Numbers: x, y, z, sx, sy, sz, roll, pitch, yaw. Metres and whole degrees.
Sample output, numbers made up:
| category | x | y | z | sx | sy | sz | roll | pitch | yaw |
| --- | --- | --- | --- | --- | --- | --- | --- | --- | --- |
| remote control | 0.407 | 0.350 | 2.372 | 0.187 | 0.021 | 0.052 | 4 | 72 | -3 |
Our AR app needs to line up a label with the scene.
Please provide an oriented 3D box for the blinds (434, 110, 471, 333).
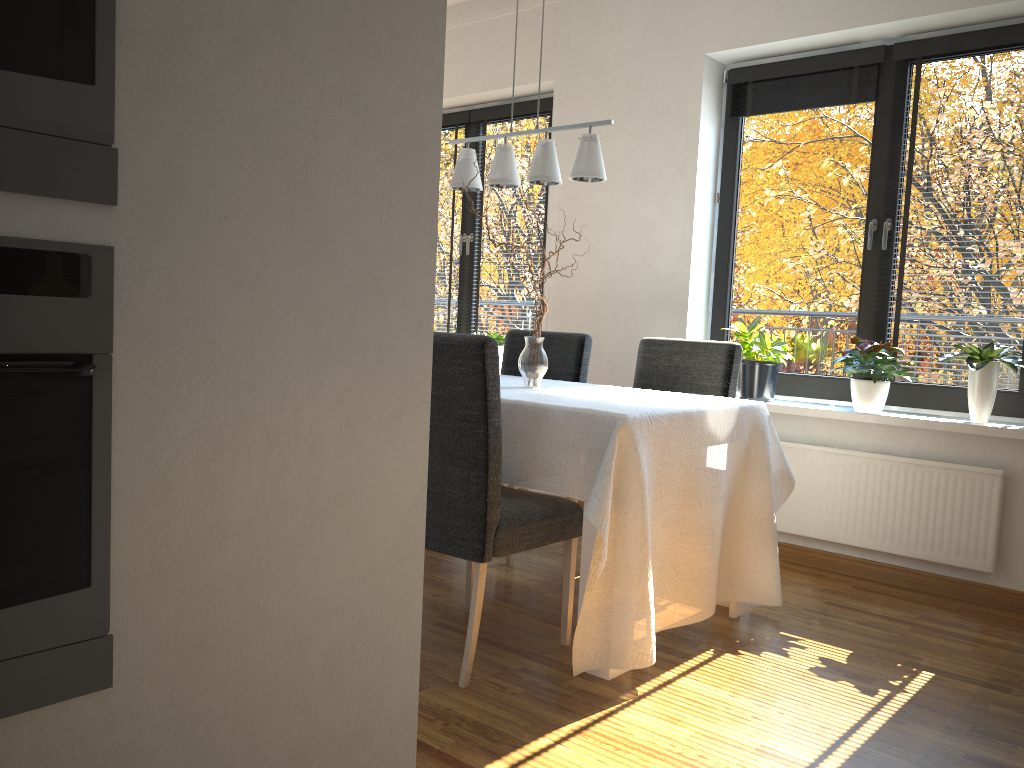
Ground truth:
| category | x | y | z | sx | sy | sz | roll | pitch | yaw |
| --- | --- | --- | --- | --- | --- | --- | --- | --- | --- |
| blinds | -0.544 | -0.951 | 5.564 | 0.710 | 1.424 | 0.049 | 7 | 6 | 40 |

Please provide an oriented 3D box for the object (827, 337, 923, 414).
| category | x | y | z | sx | sy | sz | roll | pitch | yaw |
| --- | --- | --- | --- | --- | --- | --- | --- | --- | --- |
| object | 1.474 | -0.037 | 3.652 | 0.380 | 0.309 | 0.370 | 4 | 5 | 15 |

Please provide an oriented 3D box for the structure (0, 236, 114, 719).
| category | x | y | z | sx | sy | sz | roll | pitch | yaw |
| --- | --- | --- | --- | --- | --- | --- | --- | --- | --- |
| structure | -0.589 | 0.099 | 0.686 | 0.052 | 0.462 | 0.585 | 7 | 6 | 40 |

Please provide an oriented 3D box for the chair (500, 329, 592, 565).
| category | x | y | z | sx | sy | sz | roll | pitch | yaw |
| --- | --- | --- | --- | --- | --- | --- | --- | --- | --- |
| chair | -0.005 | 0.243 | 3.907 | 0.461 | 0.961 | 0.544 | 7 | 6 | 40 |

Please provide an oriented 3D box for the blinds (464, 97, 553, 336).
| category | x | y | z | sx | sy | sz | roll | pitch | yaw |
| --- | --- | --- | --- | --- | --- | --- | --- | --- | --- |
| blinds | 0.007 | -0.891 | 5.101 | 0.710 | 1.424 | 0.049 | 7 | 6 | 40 |

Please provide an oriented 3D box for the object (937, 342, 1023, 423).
| category | x | y | z | sx | sy | sz | roll | pitch | yaw |
| --- | --- | --- | --- | --- | --- | --- | --- | --- | --- |
| object | 1.812 | -0.009 | 3.438 | 0.292 | 0.316 | 0.354 | 6 | 5 | 31 |

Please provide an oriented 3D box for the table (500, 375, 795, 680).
| category | x | y | z | sx | sy | sz | roll | pitch | yaw |
| --- | --- | --- | --- | --- | --- | --- | --- | --- | --- |
| table | -0.026 | 0.383 | 3.334 | 1.855 | 0.764 | 1.235 | 6 | 6 | 41 |

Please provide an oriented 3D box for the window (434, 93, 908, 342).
| category | x | y | z | sx | sy | sz | roll | pitch | yaw |
| --- | --- | --- | --- | --- | --- | --- | --- | --- | --- |
| window | 7.716 | 1.075 | 14.120 | 21.832 | 18.394 | 12.955 | 1 | 5 | -20 |

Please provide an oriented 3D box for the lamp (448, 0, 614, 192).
| category | x | y | z | sx | sy | sz | roll | pitch | yaw |
| --- | --- | --- | --- | --- | --- | --- | --- | --- | --- |
| lamp | 0.069 | -1.363 | 3.167 | 0.759 | 1.286 | 0.131 | 7 | 6 | 40 |

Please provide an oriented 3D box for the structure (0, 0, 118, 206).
| category | x | y | z | sx | sy | sz | roll | pitch | yaw |
| --- | --- | --- | --- | --- | --- | --- | --- | --- | --- |
| structure | -0.564 | -0.402 | 0.643 | 0.052 | 0.462 | 0.585 | 7 | 6 | 40 |

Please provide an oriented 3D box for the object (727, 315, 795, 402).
| category | x | y | z | sx | sy | sz | roll | pitch | yaw |
| --- | --- | --- | --- | --- | --- | --- | --- | --- | --- |
| object | 1.125 | -0.116 | 3.980 | 0.299 | 0.385 | 0.333 | 0 | 6 | -35 |

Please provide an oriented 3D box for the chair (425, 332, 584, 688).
| category | x | y | z | sx | sy | sz | roll | pitch | yaw |
| --- | --- | --- | --- | --- | --- | --- | --- | --- | --- |
| chair | -0.105 | 0.325 | 2.704 | 0.461 | 0.961 | 0.544 | 7 | 6 | 40 |

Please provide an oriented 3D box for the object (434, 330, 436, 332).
| category | x | y | z | sx | sy | sz | roll | pitch | yaw |
| --- | --- | --- | --- | --- | --- | --- | --- | --- | --- |
| object | -0.632 | -0.336 | 5.437 | 0.286 | 0.444 | 0.340 | 5 | 5 | 28 |

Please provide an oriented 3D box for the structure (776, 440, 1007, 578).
| category | x | y | z | sx | sy | sz | roll | pitch | yaw |
| --- | --- | --- | --- | --- | --- | --- | --- | --- | --- |
| structure | 1.282 | 0.489 | 3.805 | 1.456 | 0.460 | 0.078 | 6 | 6 | 41 |

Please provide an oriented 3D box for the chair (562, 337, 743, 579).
| category | x | y | z | sx | sy | sz | roll | pitch | yaw |
| --- | --- | --- | --- | --- | --- | --- | --- | --- | --- |
| chair | 0.532 | 0.302 | 3.456 | 0.544 | 0.961 | 0.461 | -2 | 7 | -45 |

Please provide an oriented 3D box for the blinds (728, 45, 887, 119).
| category | x | y | z | sx | sy | sz | roll | pitch | yaw |
| --- | --- | --- | --- | --- | --- | --- | --- | --- | --- |
| blinds | 1.307 | -1.347 | 3.982 | 0.710 | 0.230 | 0.049 | 6 | 6 | 40 |

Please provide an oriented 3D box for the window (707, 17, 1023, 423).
| category | x | y | z | sx | sy | sz | roll | pitch | yaw |
| --- | --- | --- | --- | --- | --- | --- | --- | --- | --- |
| window | 1.575 | -0.681 | 3.834 | 1.560 | 1.590 | 0.119 | 7 | 6 | 40 |

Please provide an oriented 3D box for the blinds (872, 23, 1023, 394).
| category | x | y | z | sx | sy | sz | roll | pitch | yaw |
| --- | --- | --- | --- | --- | --- | --- | --- | --- | --- |
| blinds | 1.847 | -0.691 | 3.555 | 0.710 | 1.424 | 0.049 | 7 | 6 | 40 |

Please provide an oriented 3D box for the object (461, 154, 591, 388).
| category | x | y | z | sx | sy | sz | roll | pitch | yaw |
| --- | --- | --- | --- | --- | --- | --- | --- | --- | --- |
| object | 0.073 | -0.376 | 3.178 | 0.403 | 0.786 | 0.614 | 4 | 5 | 15 |

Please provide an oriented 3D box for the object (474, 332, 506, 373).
| category | x | y | z | sx | sy | sz | roll | pitch | yaw |
| --- | --- | --- | --- | --- | --- | --- | --- | --- | --- |
| object | -0.106 | -0.180 | 5.069 | 0.267 | 0.237 | 0.283 | 5 | 5 | 22 |
